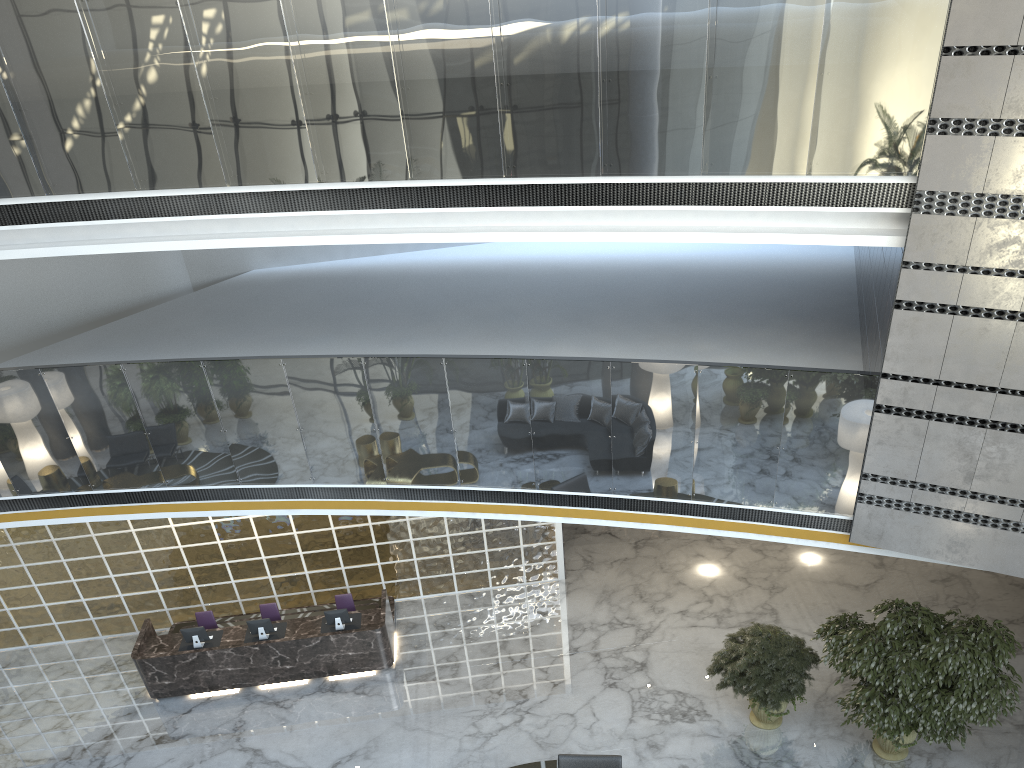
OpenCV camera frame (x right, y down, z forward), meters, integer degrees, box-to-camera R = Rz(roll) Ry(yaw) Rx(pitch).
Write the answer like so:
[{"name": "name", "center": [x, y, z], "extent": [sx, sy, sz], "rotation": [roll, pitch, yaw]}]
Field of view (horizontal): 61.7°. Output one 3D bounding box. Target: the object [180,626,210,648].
[{"name": "object", "center": [-3.971, 3.171, 10.750], "extent": [0.291, 0.335, 0.099], "rotation": [-7, 33, -4]}]

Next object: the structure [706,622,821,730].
[{"name": "structure", "center": [2.888, 3.327, 9.764], "extent": [1.077, 1.514, 1.140], "rotation": [23, 41, 38]}]

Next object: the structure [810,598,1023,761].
[{"name": "structure", "center": [4.186, 3.206, 9.009], "extent": [1.606, 2.251, 1.797], "rotation": [-19, 34, -22]}]

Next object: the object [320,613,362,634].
[{"name": "object", "center": [-2.198, 3.095, 11.019], "extent": [0.511, 0.005, 0.362], "rotation": [-6, 27, -4]}]

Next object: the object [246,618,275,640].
[{"name": "object", "center": [-3.166, 3.084, 10.806], "extent": [0.291, 0.335, 0.099], "rotation": [-7, 33, -4]}]

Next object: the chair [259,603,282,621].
[{"name": "chair", "center": [-3.168, 3.223, 11.303], "extent": [0.257, 0.666, 0.300], "rotation": [-7, 32, -3]}]

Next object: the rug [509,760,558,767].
[{"name": "rug", "center": [0.457, 5.017, 8.436], "extent": [3.534, 0.021, 3.098], "rotation": [-4, 27, 1]}]

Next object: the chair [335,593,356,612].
[{"name": "chair", "center": [-2.192, 3.118, 11.372], "extent": [0.257, 0.666, 0.300], "rotation": [-7, 32, -3]}]

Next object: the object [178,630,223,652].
[{"name": "object", "center": [-3.957, 3.286, 10.895], "extent": [0.511, 0.005, 0.362], "rotation": [-6, 27, -4]}]

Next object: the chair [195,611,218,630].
[{"name": "chair", "center": [-3.990, 3.312, 11.245], "extent": [0.257, 0.666, 0.300], "rotation": [-7, 32, -3]}]

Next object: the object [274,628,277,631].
[{"name": "object", "center": [-3.152, 3.165, 10.999], "extent": [0.264, 0.012, 0.062], "rotation": [-6, 27, -4]}]

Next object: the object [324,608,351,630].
[{"name": "object", "center": [-2.212, 2.981, 10.874], "extent": [0.291, 0.335, 0.099], "rotation": [-7, 33, -4]}]

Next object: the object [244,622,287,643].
[{"name": "object", "center": [-3.152, 3.199, 10.952], "extent": [0.511, 0.005, 0.362], "rotation": [-6, 27, -4]}]

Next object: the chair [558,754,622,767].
[{"name": "chair", "center": [0.802, 4.317, 8.895], "extent": [0.719, 0.765, 0.639], "rotation": [-1, 31, 7]}]

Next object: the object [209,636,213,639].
[{"name": "object", "center": [-3.957, 3.252, 10.942], "extent": [0.264, 0.012, 0.062], "rotation": [-6, 27, -4]}]

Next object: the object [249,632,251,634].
[{"name": "object", "center": [-3.348, 3.180, 10.986], "extent": [0.035, 0.019, 0.056], "rotation": [-6, 28, -3]}]

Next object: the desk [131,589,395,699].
[{"name": "desk", "center": [-3.208, 3.276, 11.507], "extent": [3.156, 0.816, 1.388], "rotation": [-6, 29, -4]}]

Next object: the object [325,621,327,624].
[{"name": "object", "center": [-2.394, 3.077, 11.053], "extent": [0.035, 0.019, 0.056], "rotation": [-6, 28, -3]}]

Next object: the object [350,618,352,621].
[{"name": "object", "center": [-2.198, 3.061, 11.066], "extent": [0.264, 0.012, 0.062], "rotation": [-6, 27, -4]}]
